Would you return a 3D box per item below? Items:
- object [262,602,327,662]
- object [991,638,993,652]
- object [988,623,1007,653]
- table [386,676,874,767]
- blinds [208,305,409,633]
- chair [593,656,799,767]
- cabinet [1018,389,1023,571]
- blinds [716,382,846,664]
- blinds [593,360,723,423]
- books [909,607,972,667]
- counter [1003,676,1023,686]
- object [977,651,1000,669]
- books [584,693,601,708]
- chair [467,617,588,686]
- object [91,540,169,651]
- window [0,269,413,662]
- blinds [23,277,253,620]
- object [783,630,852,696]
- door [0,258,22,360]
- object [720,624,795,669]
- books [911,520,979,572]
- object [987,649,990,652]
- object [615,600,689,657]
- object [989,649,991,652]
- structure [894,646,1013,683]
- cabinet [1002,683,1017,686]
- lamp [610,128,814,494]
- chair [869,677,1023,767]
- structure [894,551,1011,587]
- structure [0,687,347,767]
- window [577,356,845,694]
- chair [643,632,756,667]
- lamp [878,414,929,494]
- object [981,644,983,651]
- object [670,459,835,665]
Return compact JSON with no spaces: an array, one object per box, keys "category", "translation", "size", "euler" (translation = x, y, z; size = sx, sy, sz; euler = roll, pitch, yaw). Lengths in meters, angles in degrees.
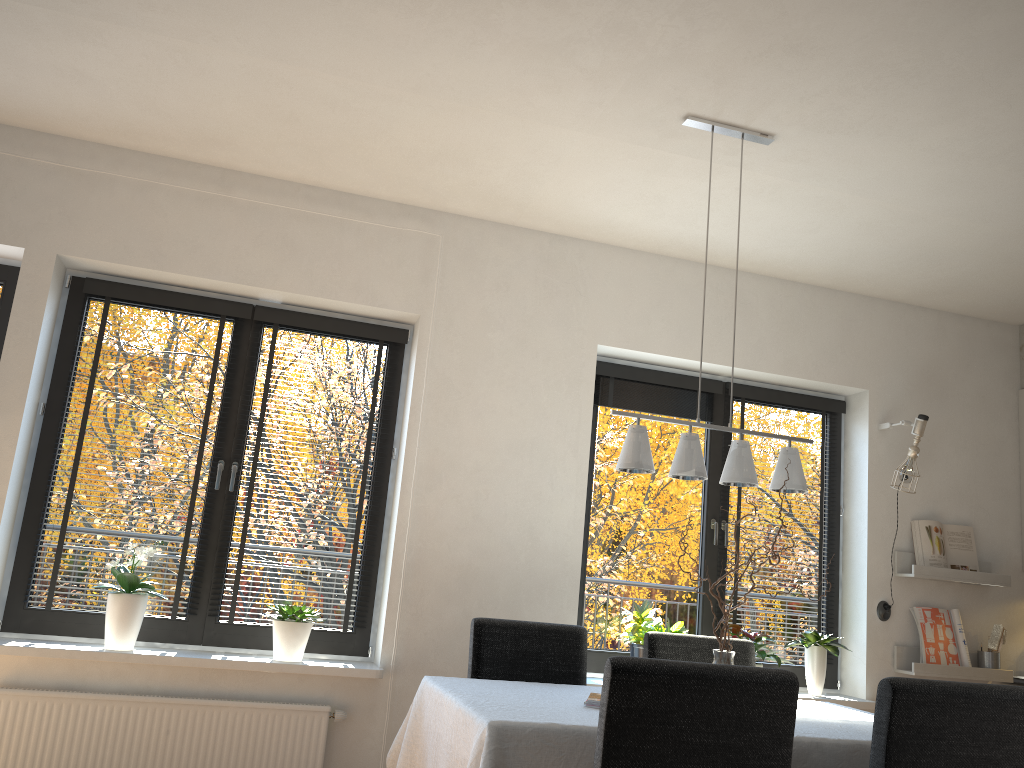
[{"category":"object","translation":[-0.934,1.049,3.762],"size":[0.267,0.236,0.284],"euler":[13,-14,-32]},{"category":"object","translation":[2.468,1.397,4.557],"size":[0.043,0.193,0.014],"euler":[6,-12,-4]},{"category":"object","translation":[2.479,1.358,4.524],"size":[0.120,0.266,0.060],"euler":[10,-13,-23]},{"category":"table","translation":[0.553,1.407,2.757],"size":[1.857,0.760,1.238],"euler":[8,-13,-14]},{"category":"blinds","translation":[-0.902,0.381,4.022],"size":[0.711,1.418,0.049],"euler":[9,-12,-14]},{"category":"chair","translation":[0.357,1.159,2.184],"size":[0.462,0.957,0.546],"euler":[7,-12,-9]},{"category":"cabinet","translation":[3.569,0.191,2.921],"size":[0.458,1.066,4.246],"euler":[8,-13,-14]},{"category":"blinds","translation":[1.410,0.732,4.625],"size":[0.711,1.418,0.049],"euler":[9,-12,-14]},{"category":"blinds","translation":[0.749,0.044,4.560],"size":[0.711,0.229,0.049],"euler":[9,-12,-14]},{"category":"books","translation":[2.178,1.301,4.495],"size":[0.283,0.329,0.139],"euler":[9,-12,-17]},{"category":"counter","translation":[3.394,1.259,2.673],"size":[0.622,0.192,4.260],"euler":[9,-13,-14]},{"category":"object","translation":[2.438,1.433,4.532],"size":[0.103,0.124,0.103],"euler":[9,-13,-17]},{"category":"books","translation":[0.368,0.978,2.705],"size":[0.278,0.022,0.205],"euler":[3,-13,12]},{"category":"chair","translation":[0.089,1.342,3.117],"size":[0.462,0.957,0.546],"euler":[8,-12,-14]},{"category":"object","translation":[-1.534,0.843,3.570],"size":[0.286,0.442,0.341],"euler":[11,-13,-26]},{"category":"window","translation":[-4.059,4.782,14.800],"size":[12.970,18.317,21.898],"euler":[2,-13,15]},{"category":"blinds","translation":[-1.594,0.275,3.842],"size":[0.711,1.418,0.049],"euler":[9,-12,-14]},{"category":"object","translation":[1.492,1.376,4.388],"size":[0.292,0.315,0.354],"euler":[11,-13,-23]},{"category":"door","translation":[-2.647,0.505,3.537],"size":[0.976,2.268,0.120],"euler":[8,-12,-14]},{"category":"object","translation":[1.125,1.312,4.237],"size":[0.380,0.308,0.371],"euler":[16,-16,-39]},{"category":"books","translation":[2.264,0.869,4.607],"size":[0.364,0.298,0.110],"euler":[9,-12,-14]},{"category":"object","translation":[2.423,1.402,4.538],"size":[0.067,0.165,0.007],"euler":[4,-12,8]},{"category":"object","translation":[0.658,1.209,4.150],"size":[0.333,0.383,0.300],"euler":[5,-12,1]},{"category":"object","translation":[2.443,1.402,4.543],"size":[0.039,0.177,0.007],"euler":[0,-13,26]},{"category":"structure","translation":[2.230,1.415,4.477],"size":[0.595,0.129,0.147],"euler":[9,-13,-14]},{"category":"cabinet","translation":[3.092,1.498,2.542],"size":[0.040,0.688,4.234],"euler":[8,-13,-14]},{"category":"lamp","translation":[0.733,-0.296,3.113],"size":[0.760,1.281,0.131],"euler":[9,-12,-14]},{"category":"chair","translation":[1.032,1.262,2.360],"size":[0.462,0.957,0.546],"euler":[8,-12,-14]},{"category":"structure","translation":[2.273,0.955,4.573],"size":[0.594,0.129,0.147],"euler":[9,-13,-14]},{"category":"structure","translation":[-1.303,1.472,3.481],"size":[1.458,0.458,0.078],"euler":[9,-12,-16]},{"category":"window","translation":[1.026,0.725,4.556],"size":[1.562,1.583,0.120],"euler":[9,-12,-14]},{"category":"chair","translation":[0.764,1.445,3.293],"size":[0.462,0.957,0.546],"euler":[7,-12,-9]},{"category":"lamp","translation":[2.005,0.366,4.535],"size":[0.131,0.394,0.312],"euler":[7,-12,-10]},{"category":"object","translation":[2.408,1.404,4.538],"size":[0.007,0.158,0.089],"euler":[-3,-15,35]},{"category":"object","translation":[0.733,0.668,2.913],"size":[0.404,0.782,0.616],"euler":[15,-16,-39]}]
